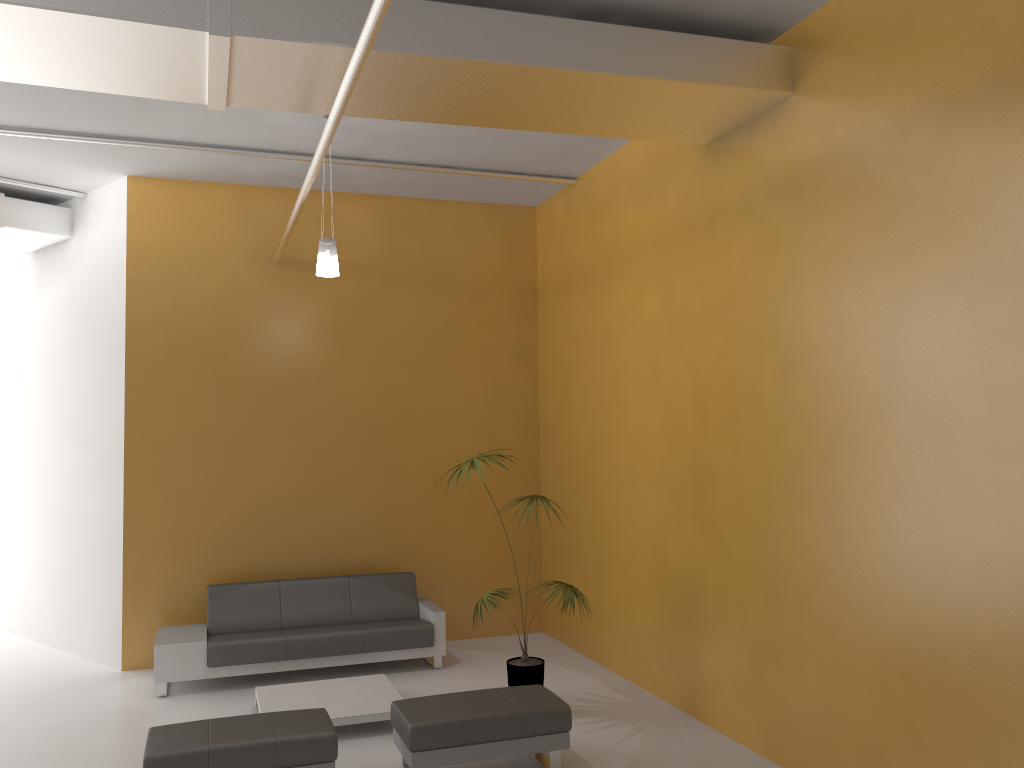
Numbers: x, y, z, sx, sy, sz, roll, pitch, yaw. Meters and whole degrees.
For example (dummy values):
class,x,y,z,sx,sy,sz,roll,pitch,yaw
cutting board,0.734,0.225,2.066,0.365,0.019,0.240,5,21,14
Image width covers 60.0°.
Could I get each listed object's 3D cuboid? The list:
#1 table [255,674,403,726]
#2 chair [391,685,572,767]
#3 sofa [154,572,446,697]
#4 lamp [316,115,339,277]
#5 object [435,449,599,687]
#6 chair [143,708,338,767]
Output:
class,x,y,z,sx,sy,sz,roll,pitch,yaw
table,-1.338,2.379,6.515,1.000,0.150,1.000,0,-4,-19
chair,-0.197,2.166,5.474,1.012,0.423,0.575,0,-4,-19
sofa,-1.845,2.157,7.822,2.400,0.761,0.860,0,-4,-19
lamp,-1.394,-1.428,6.697,0.174,1.227,0.174,-2,-4,22
object,0.007,1.459,6.575,1.222,1.956,0.912,-2,-4,21
chair,-1.534,2.159,5.033,1.012,0.423,0.575,0,-4,-19
